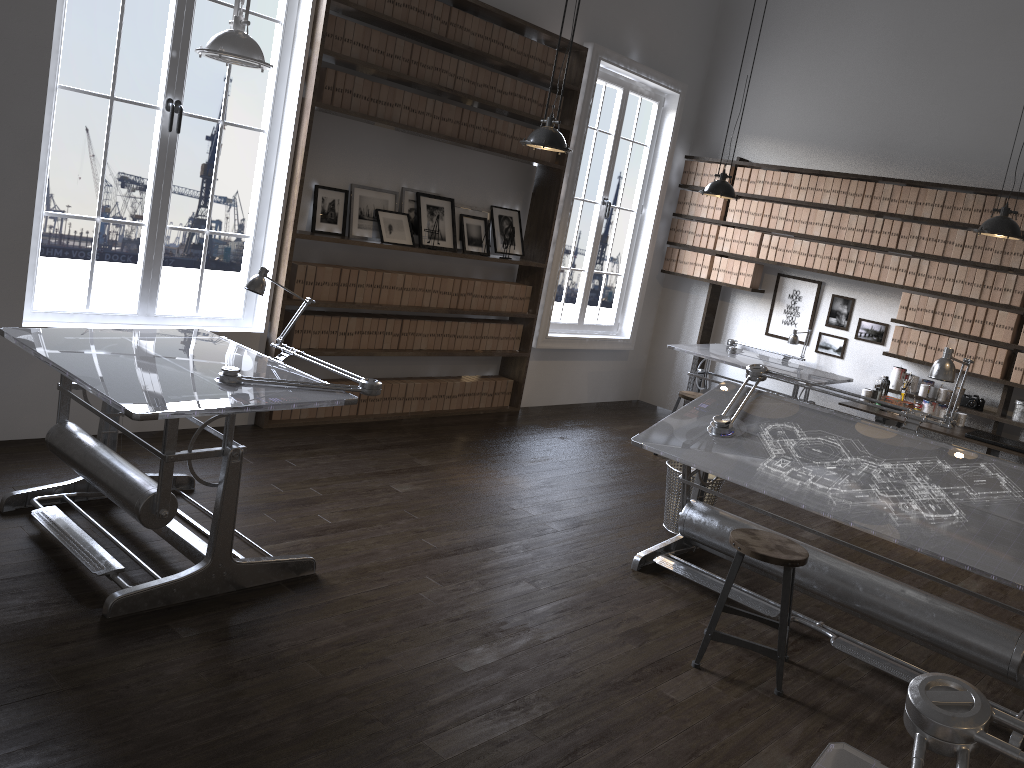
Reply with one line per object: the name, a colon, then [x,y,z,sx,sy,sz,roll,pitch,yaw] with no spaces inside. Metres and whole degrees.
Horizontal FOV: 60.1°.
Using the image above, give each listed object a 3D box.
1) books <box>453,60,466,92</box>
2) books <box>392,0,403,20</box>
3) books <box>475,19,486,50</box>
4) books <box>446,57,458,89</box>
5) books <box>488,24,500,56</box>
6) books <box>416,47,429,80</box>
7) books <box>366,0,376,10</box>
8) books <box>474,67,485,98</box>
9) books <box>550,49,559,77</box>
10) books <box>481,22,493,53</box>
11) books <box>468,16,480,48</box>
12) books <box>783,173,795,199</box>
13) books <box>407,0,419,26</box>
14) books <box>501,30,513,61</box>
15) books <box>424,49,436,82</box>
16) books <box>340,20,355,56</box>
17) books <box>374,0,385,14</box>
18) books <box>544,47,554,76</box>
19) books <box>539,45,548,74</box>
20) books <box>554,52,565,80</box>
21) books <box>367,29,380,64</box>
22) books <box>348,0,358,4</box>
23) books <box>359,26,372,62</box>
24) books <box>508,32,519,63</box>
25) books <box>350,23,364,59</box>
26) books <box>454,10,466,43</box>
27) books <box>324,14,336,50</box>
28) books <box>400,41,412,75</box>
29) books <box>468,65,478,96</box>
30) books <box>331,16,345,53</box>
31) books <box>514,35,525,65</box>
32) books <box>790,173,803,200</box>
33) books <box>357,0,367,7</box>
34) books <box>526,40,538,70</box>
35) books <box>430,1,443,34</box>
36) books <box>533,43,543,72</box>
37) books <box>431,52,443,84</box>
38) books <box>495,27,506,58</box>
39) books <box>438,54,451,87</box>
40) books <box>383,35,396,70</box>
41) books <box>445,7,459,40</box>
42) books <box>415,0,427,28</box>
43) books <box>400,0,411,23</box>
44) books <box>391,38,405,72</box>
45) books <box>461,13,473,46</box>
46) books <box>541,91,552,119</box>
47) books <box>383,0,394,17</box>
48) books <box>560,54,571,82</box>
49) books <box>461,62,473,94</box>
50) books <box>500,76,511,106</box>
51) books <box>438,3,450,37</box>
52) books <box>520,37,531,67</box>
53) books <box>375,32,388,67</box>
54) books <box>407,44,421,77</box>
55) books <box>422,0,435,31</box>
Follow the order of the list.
books: [-0.430,-2.182,6.284,0.176,0.224,0.067,18,11,40]
books: [-0.793,-2.477,5.769,0.176,0.224,0.066,18,11,40]
books: [-0.287,-2.495,6.345,0.176,0.224,0.066,18,11,40]
books: [-0.481,-2.181,6.230,0.176,0.224,0.066,18,11,40]
books: [-0.189,-2.497,6.451,0.176,0.224,0.066,18,11,40]
books: [-0.665,-2.176,6.028,0.176,0.224,0.066,18,11,40]
books: [-0.937,-2.473,5.612,0.176,0.224,0.066,18,11,40]
books: [-0.295,-2.187,6.435,0.176,0.224,0.067,18,11,40]
books: [0.266,-2.513,6.966,0.176,0.224,0.066,18,11,40]
books: [-0.239,-2.496,6.396,0.176,0.224,0.066,18,11,40]
books: [-0.330,-2.492,6.290,0.176,0.224,0.066,18,11,40]
books: [2.459,-1.718,7.739,0.067,0.224,0.174,18,11,40]
books: [-0.704,-2.479,5.864,0.176,0.224,0.067,18,11,40]
books: [-0.096,-2.499,6.550,0.176,0.224,0.066,18,11,40]
books: [-0.619,-2.177,6.075,0.176,0.224,0.066,18,11,40]
books: [-1.080,-2.161,5.552,0.176,0.224,0.067,18,11,40]
books: [-0.889,-2.474,5.663,0.176,0.224,0.066,18,11,40]
books: [0.225,-2.510,6.912,0.176,0.224,0.067,18,11,40]
books: [0.178,-2.510,6.865,0.176,0.224,0.066,18,11,40]
books: [0.313,-2.515,7.020,0.176,0.224,0.066,18,11,40]
books: [-0.945,-2.165,5.702,0.176,0.224,0.067,18,11,40]
books: [-1.026,-2.468,5.501,0.176,0.224,0.066,18,11,40]
books: [-0.992,-2.165,5.655,0.176,0.224,0.066,18,11,40]
books: [-0.050,-2.502,6.606,0.176,0.224,0.066,18,11,40]
books: [-1.033,-2.163,5.607,0.176,0.224,0.066,18,11,40]
books: [-0.424,-2.490,6.189,0.176,0.224,0.066,18,11,40]
books: [-1.177,-2.159,5.451,0.176,0.224,0.066,18,11,40]
books: [-0.764,-2.173,5.916,0.176,0.224,0.066,18,11,40]
books: [-0.343,-2.186,6.388,0.176,0.224,0.066,18,11,40]
books: [-1.129,-2.160,5.502,0.176,0.224,0.066,18,11,40]
books: [-0.007,-2.504,6.661,0.176,0.224,0.066,18,11,40]
books: [2.504,-1.701,7.697,0.067,0.224,0.174,18,11,40]
books: [-0.980,-2.470,5.557,0.176,0.224,0.066,18,11,40]
books: [0.090,-2.506,6.762,0.176,0.224,0.067,18,11,40]
books: [-0.567,-2.484,6.021,0.176,0.224,0.066,18,11,40]
books: [0.137,-2.508,6.817,0.176,0.224,0.066,18,11,40]
books: [-0.574,-2.177,6.119,0.176,0.224,0.067,18,11,40]
books: [-0.144,-2.497,6.496,0.176,0.224,0.067,18,11,40]
books: [-0.526,-2.179,6.174,0.176,0.224,0.066,18,11,40]
books: [-0.857,-2.169,5.810,0.176,0.224,0.066,18,11,40]
books: [-0.470,-2.487,6.130,0.176,0.224,0.067,18,11,40]
books: [-0.664,-2.482,5.918,0.176,0.224,0.066,18,11,40]
books: [-0.752,-2.479,5.817,0.176,0.224,0.066,18,11,40]
books: [-0.807,-2.170,5.860,0.176,0.224,0.066,18,11,40]
books: [-0.376,-2.490,6.234,0.176,0.224,0.066,18,11,40]
books: [0.213,-2.204,7.009,0.176,0.224,0.067,18,11,40]
books: [-0.839,-2.475,5.713,0.176,0.224,0.067,18,11,40]
books: [0.363,-2.515,7.070,0.176,0.224,0.066,18,11,40]
books: [-0.383,-2.184,6.340,0.176,0.224,0.066,18,11,40]
books: [-0.110,-2.194,6.648,0.176,0.224,0.066,18,11,40]
books: [-0.523,-2.487,6.077,0.176,0.224,0.066,18,11,40]
books: [0.041,-2.505,6.712,0.176,0.224,0.066,18,11,40]
books: [-0.904,-2.168,5.756,0.176,0.224,0.066,18,11,40]
books: [-0.710,-2.173,5.969,0.176,0.224,0.067,18,11,40]
books: [-0.617,-2.483,5.971,0.176,0.224,0.066,18,11,40]
